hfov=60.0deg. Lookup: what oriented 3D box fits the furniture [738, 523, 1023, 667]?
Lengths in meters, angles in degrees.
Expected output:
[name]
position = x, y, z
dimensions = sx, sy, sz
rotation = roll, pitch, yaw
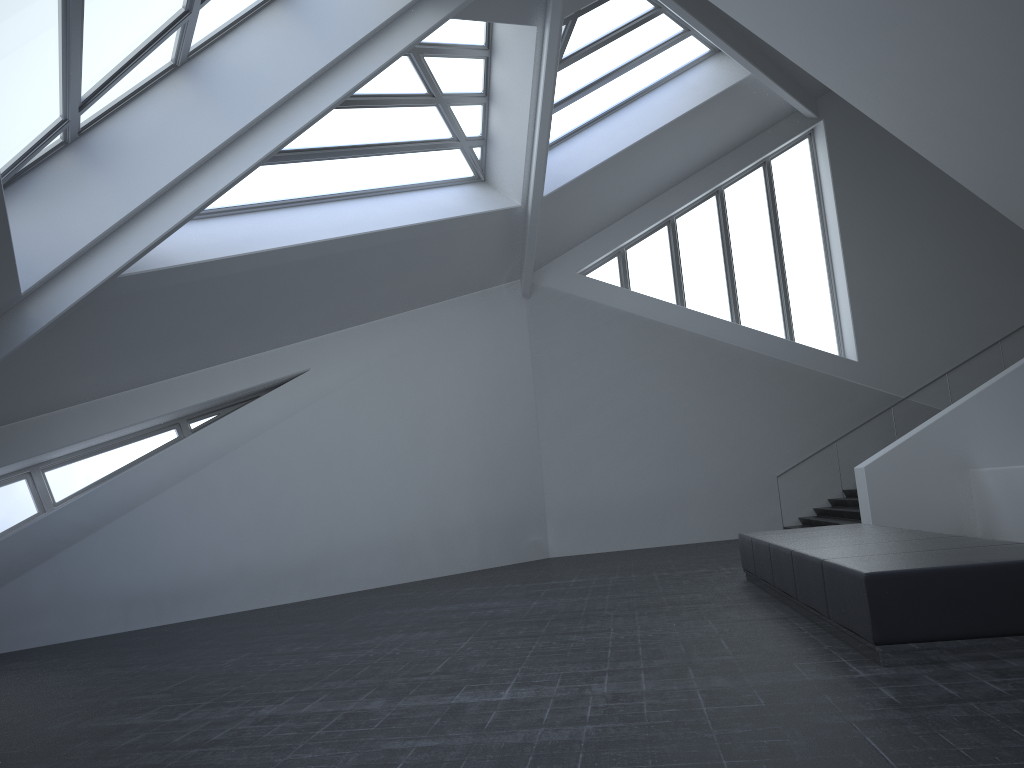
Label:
[furniture]
position = 3.251, 1.722, 8.150
dimensions = 1.488, 0.580, 5.742
rotation = -6, -8, 6
